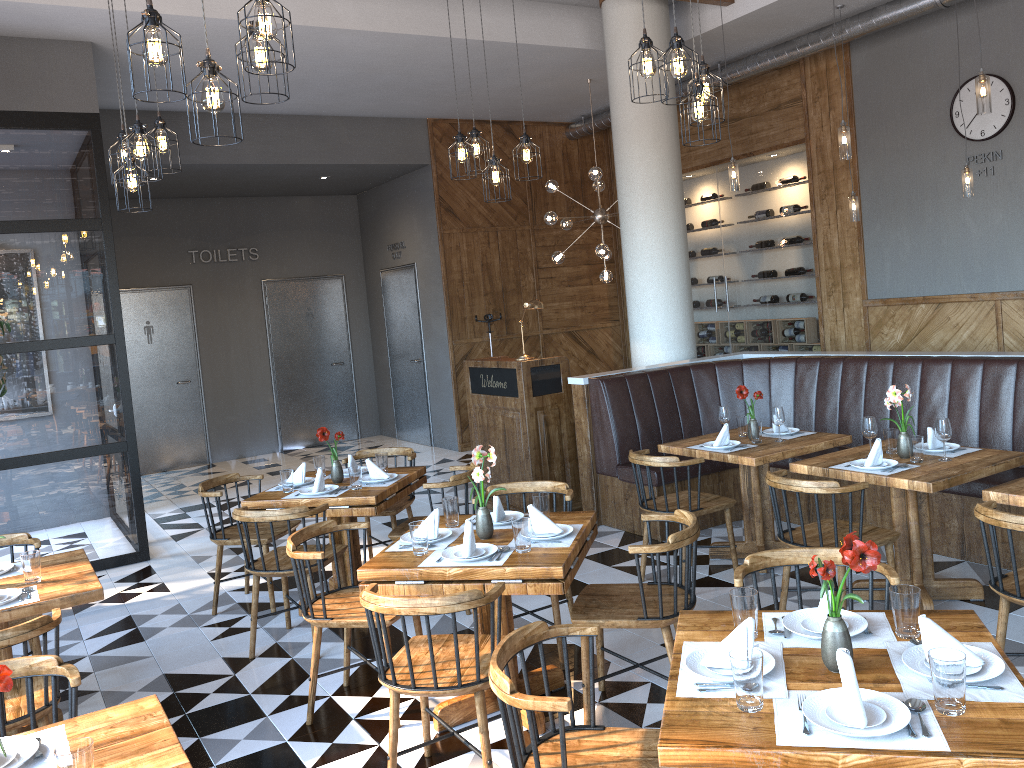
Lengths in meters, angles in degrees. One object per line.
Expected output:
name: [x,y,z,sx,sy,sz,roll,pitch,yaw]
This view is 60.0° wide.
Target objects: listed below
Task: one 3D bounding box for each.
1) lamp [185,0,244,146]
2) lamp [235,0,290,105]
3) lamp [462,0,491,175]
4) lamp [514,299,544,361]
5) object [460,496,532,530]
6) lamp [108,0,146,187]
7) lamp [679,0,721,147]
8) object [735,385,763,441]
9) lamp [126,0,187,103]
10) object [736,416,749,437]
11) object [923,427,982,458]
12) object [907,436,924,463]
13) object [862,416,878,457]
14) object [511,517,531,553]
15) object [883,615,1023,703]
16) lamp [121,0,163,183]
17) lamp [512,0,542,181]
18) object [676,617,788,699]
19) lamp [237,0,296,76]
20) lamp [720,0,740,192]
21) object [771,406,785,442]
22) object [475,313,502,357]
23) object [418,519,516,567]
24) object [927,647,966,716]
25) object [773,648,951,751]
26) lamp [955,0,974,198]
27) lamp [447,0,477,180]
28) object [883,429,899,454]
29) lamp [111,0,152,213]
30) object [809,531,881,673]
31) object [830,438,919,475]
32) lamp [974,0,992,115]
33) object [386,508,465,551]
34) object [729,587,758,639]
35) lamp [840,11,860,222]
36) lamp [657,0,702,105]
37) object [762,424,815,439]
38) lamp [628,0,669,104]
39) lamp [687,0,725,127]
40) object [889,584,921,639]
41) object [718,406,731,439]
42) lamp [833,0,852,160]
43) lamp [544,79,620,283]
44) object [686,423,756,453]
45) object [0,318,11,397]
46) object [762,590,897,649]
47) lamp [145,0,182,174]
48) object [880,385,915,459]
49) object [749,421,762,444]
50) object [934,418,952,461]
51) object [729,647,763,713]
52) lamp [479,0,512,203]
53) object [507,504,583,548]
lamp: [-1.171,-1.912,3.186,0.175,2.066,0.175,-7,4,-36]
lamp: [-1.036,-2.113,3.329,0.175,2.066,0.175,-3,4,43]
lamp: [-0.326,-2.491,6.082,0.175,2.066,0.175,-5,3,13]
lamp: [0.152,-0.318,7.355,0.170,0.755,0.447,-3,4,35]
object: [-0.059,0.575,4.138,0.351,0.137,0.273,-4,5,14]
lamp: [-2.258,-2.152,4.953,0.175,2.066,0.175,-7,3,-29]
lamp: [0.825,-2.194,4.242,0.175,2.066,0.175,-3,4,43]
object: [1.507,0.181,5.650,0.156,0.354,0.171,-8,4,-37]
lamp: [-1.305,-2.014,2.996,0.175,2.066,0.175,-4,3,21]
object: [1.511,0.279,5.795,0.080,0.132,0.080,-7,4,-30]
object: [2.314,0.293,4.830,0.272,0.137,0.352,-8,6,-30]
object: [2.089,0.339,4.581,0.080,0.132,0.080,-2,5,44]
object: [1.948,0.288,4.820,0.081,0.215,0.081,-8,4,-39]
object: [0.041,0.618,3.612,0.080,0.132,0.080,-6,4,-16]
object: [1.096,0.648,2.217,0.272,0.137,0.353,-4,5,15]
lamp: [-2.020,-2.096,4.589,0.175,2.066,0.175,-3,4,39]
lamp: [0.019,-2.407,5.915,0.175,2.066,0.175,-6,3,-20]
object: [0.575,0.684,2.343,0.272,0.137,0.353,-4,5,15]
lamp: [-0.965,-2.158,3.132,0.175,2.066,0.175,-7,4,-36]
lamp: [1.671,-2.494,6.943,0.078,1.960,0.078,-5,3,1]
object: [1.660,0.250,5.516,0.081,0.215,0.081,-5,3,0]
object: [-0.212,-0.025,10.768,0.375,1.655,0.375,-6,3,-8]
object: [-0.182,0.635,3.621,0.351,0.137,0.273,-4,5,14]
object: [0.993,0.679,2.015,0.080,0.132,0.080,-6,4,-16]
object: [0.774,0.696,2.021,0.351,0.137,0.273,-4,5,14]
lamp: [3.461,-2.426,6.839,0.078,1.960,0.078,-8,4,-45]
lamp: [-0.418,-2.409,5.901,0.175,2.066,0.175,-5,3,2]
object: [2.076,0.315,4.847,0.080,0.132,0.080,-7,4,-30]
lamp: [-2.145,-1.970,4.770,0.175,2.066,0.175,-6,3,-18]
object: [0.855,0.557,2.251,0.171,0.354,0.156,-4,4,25]
object: [1.861,0.359,4.570,0.272,0.137,0.352,-8,6,-30]
lamp: [2.702,-2.569,5.184,0.078,1.960,0.078,-5,3,4]
object: [-0.381,0.623,3.942,0.272,0.137,0.353,-4,5,15]
object: [0.668,0.660,2.538,0.080,0.132,0.080,-7,4,-26]
lamp: [2.928,-2.403,7.745,0.078,1.960,0.078,-5,3,1]
lamp: [0.690,-2.339,4.055,0.175,2.066,0.175,-3,3,32]
object: [1.752,0.257,5.773,0.272,0.137,0.352,-8,6,-30]
lamp: [0.574,-2.402,4.228,0.175,2.066,0.175,-3,4,43]
lamp: [0.897,-2.351,4.440,0.175,2.066,0.175,-5,3,9]
object: [1.087,0.630,2.444,0.080,0.132,0.080,-7,4,-26]
object: [1.383,0.252,5.768,0.081,0.215,0.081,-8,4,-39]
lamp: [2.204,-2.518,6.037,0.078,1.960,0.078,-8,4,-45]
lamp: [0.926,-2.180,9.556,1.185,2.187,1.165,-4,4,21]
object: [1.298,0.322,5.514,0.272,0.137,0.352,-8,6,-30]
object: [-4.067,0.351,5.492,1.378,2.586,1.640,-2,5,43]
object: [0.897,0.636,2.539,0.351,0.137,0.273,-4,5,14]
lamp: [-2.056,-2.228,4.961,0.175,2.066,0.175,-6,3,-18]
object: [2.052,0.197,4.695,0.146,0.399,0.207,-7,4,-23]
object: [1.524,0.303,5.529,0.080,0.132,0.080,-2,5,44]
object: [2.225,0.286,4.567,0.081,0.215,0.081,-5,3,0]
object: [0.564,0.709,2.117,0.080,0.132,0.080,-7,4,-26]
lamp: [-0.188,-2.255,5.893,0.175,2.066,0.175,-5,3,13]
object: [0.140,0.587,3.817,0.272,0.137,0.353,-4,5,15]
